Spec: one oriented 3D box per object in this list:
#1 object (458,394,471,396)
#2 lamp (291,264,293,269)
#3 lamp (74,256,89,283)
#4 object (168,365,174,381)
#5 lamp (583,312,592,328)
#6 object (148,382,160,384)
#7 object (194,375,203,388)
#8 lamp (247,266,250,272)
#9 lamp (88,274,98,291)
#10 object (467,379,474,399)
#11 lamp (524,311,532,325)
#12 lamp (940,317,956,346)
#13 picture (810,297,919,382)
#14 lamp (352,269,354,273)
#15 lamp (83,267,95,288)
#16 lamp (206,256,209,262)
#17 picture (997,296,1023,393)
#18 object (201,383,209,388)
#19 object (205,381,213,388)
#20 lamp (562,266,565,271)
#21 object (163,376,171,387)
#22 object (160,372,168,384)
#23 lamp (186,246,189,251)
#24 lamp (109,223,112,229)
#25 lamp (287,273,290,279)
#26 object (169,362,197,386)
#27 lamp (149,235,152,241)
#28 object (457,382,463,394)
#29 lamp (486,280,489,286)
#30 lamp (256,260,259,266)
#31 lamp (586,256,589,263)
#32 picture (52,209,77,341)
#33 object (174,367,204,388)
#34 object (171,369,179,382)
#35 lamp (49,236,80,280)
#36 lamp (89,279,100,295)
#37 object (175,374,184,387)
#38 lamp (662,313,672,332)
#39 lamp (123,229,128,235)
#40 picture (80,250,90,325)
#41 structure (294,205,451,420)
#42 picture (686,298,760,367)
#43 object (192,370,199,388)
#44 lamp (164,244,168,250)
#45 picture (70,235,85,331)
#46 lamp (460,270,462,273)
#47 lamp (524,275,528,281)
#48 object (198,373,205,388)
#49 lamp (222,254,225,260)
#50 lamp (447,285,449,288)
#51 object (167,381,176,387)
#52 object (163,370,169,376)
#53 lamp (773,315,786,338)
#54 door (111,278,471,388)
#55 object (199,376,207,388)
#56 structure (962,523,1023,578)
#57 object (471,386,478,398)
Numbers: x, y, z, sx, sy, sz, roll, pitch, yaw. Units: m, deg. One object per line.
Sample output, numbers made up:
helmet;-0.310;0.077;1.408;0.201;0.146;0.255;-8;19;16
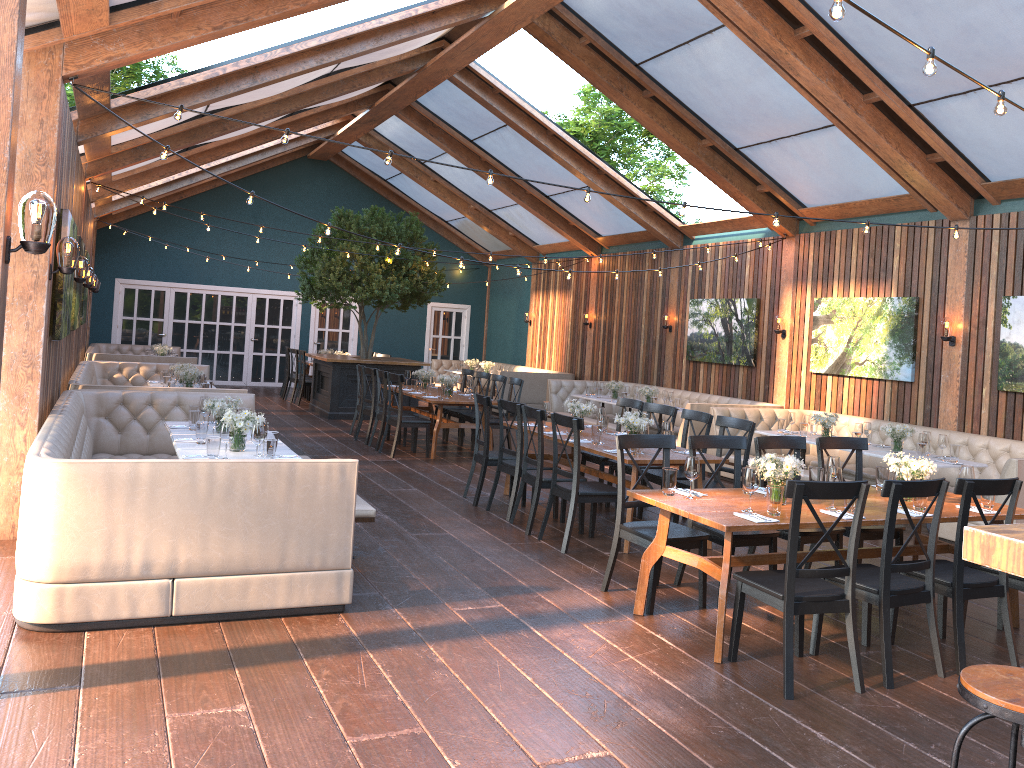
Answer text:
object;-0.625;0.144;11.962;0.254;0.019;0.158;2;4;-24
lamp;-4.740;-2.524;19.050;0.067;0.118;0.056;4;0;20
lamp;-4.282;-1.109;8.745;0.178;0.320;0.146;3;0;-24
object;-4.379;-0.119;11.389;0.092;0.244;0.092;4;0;24
lamp;1.476;-1.261;17.398;0.178;0.320;0.146;3;0;-24
object;-4.563;-0.021;11.431;0.254;0.019;0.158;2;4;-24
object;-3.542;0.020;9.983;0.092;0.244;0.092;4;0;24
lamp;-4.982;-2.182;16.738;0.056;0.115;0.074;4;1;19
lamp;-6.546;-1.560;13.774;0.178;0.320;0.146;3;0;-24
object;-0.542;0.066;11.477;0.092;0.244;0.092;4;0;1
lamp;0.348;-1.485;19.903;0.178;0.320;0.146;3;0;-24
lamp;4.862;-0.586;9.877;0.178;0.320;0.146;3;0;-24
picture;4.367;-0.587;11.081;0.065;0.998;1.654;4;2;-24
lamp;-3.607;-2.550;20.037;0.059;0.119;0.056;4;0;0
lamp;-5.418;-1.336;11.270;0.178;0.320;0.146;3;0;-24
lamp;-5.730;-2.354;16.638;0.056;0.119;0.059;4;0;-20
picture;5.499;-0.363;8.583;0.065;0.998;1.654;4;2;-24
object;-3.450;0.072;9.929;0.092;0.158;0.092;4;1;12
object;-3.540;0.043;10.309;0.091;0.158;0.092;3;1;-38
lamp;1.010;-2.254;17.419;0.073;0.115;0.056;3;0;-18
object;-4.133;-0.012;10.589;0.091;0.158;0.092;3;1;-38
object;-4.447;-0.075;11.296;0.091;0.158;0.092;3;1;-38
lamp;-6.405;-2.671;17.494;0.056;0.120;0.056;4;0;-9
lamp;-7.462;-2.938;16.439;0.056;0.120;0.056;4;0;35
lamp;-4.260;-2.062;16.891;0.056;0.119;0.060;4;0;12
object;-4.187;-0.132;11.260;0.336;0.309;0.329;3;2;-12
lamp;-6.938;-2.797;16.969;0.056;0.121;0.056;3;0;-40
object;-0.717;0.060;12.100;0.092;0.158;0.091;4;1;32
lamp;-0.481;-1.976;17.301;0.056;0.121;0.056;4;0;43
lamp;-5.339;-2.539;18.541;0.056;0.121;0.056;4;0;0
lamp;1.483;-2.440;17.332;0.056;0.120;0.056;4;0;5
picture;-3.741;-0.891;7.423;0.065;0.998;1.654;4;2;-24
object;-3.792;-0.053;10.385;0.336;0.309;0.329;3;2;-8
object;-4.075;-0.058;10.697;0.092;0.244;0.092;4;0;24
lamp;-3.160;-0.885;6.253;0.178;0.320;0.146;3;0;-24
lamp;-7.674;-1.785;16.279;0.178;0.320;0.146;3;0;-24
object;-3.747;0.007;9.973;0.092;0.244;0.092;4;0;-21
lamp;2.603;-1.036;14.894;0.178;0.320;0.146;3;0;-24
lamp;-7.155;-2.805;16.361;0.076;0.114;0.056;4;0;21
picture;-6.024;-1.344;12.463;0.065;0.998;1.654;4;2;-24
structure;-2.487;-1.301;15.489;2.711;3.697;2.856;3;1;-16
picture;3.215;-0.816;13.622;0.065;0.998;1.654;4;2;-24
object;-3.904;-0.059;10.897;0.092;0.244;0.092;4;0;24
lamp;-6.453;-2.564;16.501;0.059;0.119;0.056;3;0;-30
picture;-4.892;-1.119;9.965;0.065;0.998;1.654;4;2;-24
lamp;-1.265;-2.811;21.969;0.056;0.121;0.056;3;0;-42
lamp;0.276;-2.079;17.359;0.066;0.118;0.056;4;1;42
object;-3.590;0.003;10.213;0.092;0.244;0.092;4;0;24
lamp;-5.869;-2.580;18.022;0.056;0.120;0.056;4;0;-22
lamp;-1.245;-1.926;17.247;0.056;0.121;0.056;4;0;42
object;-3.801;0.054;9.859;0.091;0.158;0.092;3;1;-38
object;-4.567;-0.106;11.679;0.091;0.158;0.092;3;1;-38
lamp;3.740;-0.809;12.369;0.178;0.320;0.146;3;0;-24
door;-4.847;-1.020;20.609;8.160;2.210;0.174;2;0;-24
object;-3.850;-0.019;10.999;0.091;0.158;0.092;3;1;-38
structure;4.238;1.105;2.982;6.791;1.275;0.858;2;1;-24
object;-0.500;0.106;11.564;0.092;0.158;0.092;4;1;12
